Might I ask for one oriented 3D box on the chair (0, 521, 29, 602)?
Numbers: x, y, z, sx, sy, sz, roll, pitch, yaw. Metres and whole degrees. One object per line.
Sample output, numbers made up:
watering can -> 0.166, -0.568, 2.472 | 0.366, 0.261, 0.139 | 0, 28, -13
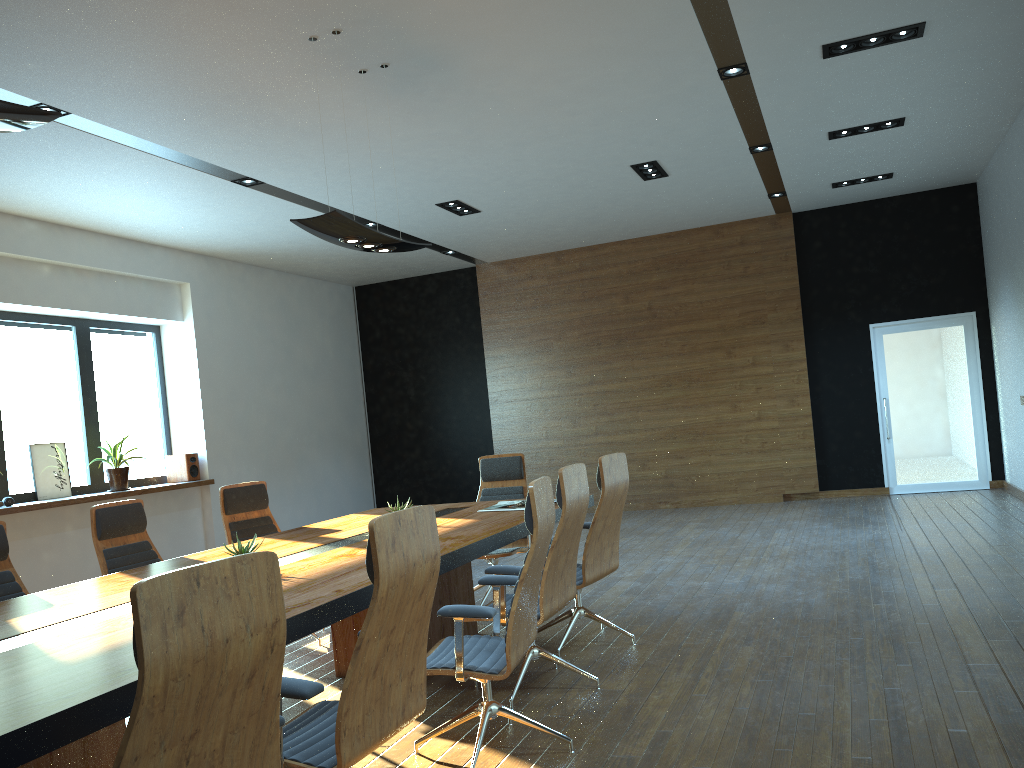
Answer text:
chair -> -2.355, 1.223, 4.262 | 0.697, 1.127, 0.705 | -6, -1, 23

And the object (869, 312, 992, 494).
object -> 5.194, 0.262, 11.027 | 1.199, 2.160, 0.200 | -6, 0, 21

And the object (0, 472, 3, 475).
object -> -4.708, 0.795, 7.677 | 0.516, 0.621, 0.472 | -6, -1, 26

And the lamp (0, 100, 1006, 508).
lamp -> 0.526, -0.114, 9.997 | 9.406, 3.707, 16.670 | -6, -3, 21

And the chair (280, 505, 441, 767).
chair -> -0.573, 0.987, 2.877 | 0.697, 1.127, 0.705 | -6, -1, 22

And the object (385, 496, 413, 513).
object -> -0.699, 0.786, 5.489 | 0.177, 0.188, 0.153 | -5, -1, -4

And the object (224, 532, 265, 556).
object -> -1.234, 0.775, 4.068 | 0.177, 0.188, 0.153 | -5, -1, -29

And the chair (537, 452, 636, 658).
chair -> 0.370, 1.005, 5.355 | 0.697, 1.127, 0.705 | -6, -1, 28

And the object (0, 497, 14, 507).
object -> -4.590, 1.065, 7.951 | 0.209, 0.089, 0.179 | -4, -2, -32

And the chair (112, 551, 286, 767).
chair -> -0.872, 0.980, 2.066 | 0.697, 1.127, 0.705 | -6, -1, 28

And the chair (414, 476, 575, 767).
chair -> -0.134, 0.980, 3.693 | 0.696, 1.127, 0.706 | -6, -1, 12

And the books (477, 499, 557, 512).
books -> 0.076, 0.802, 5.968 | 0.390, 0.033, 0.544 | -7, -3, 32

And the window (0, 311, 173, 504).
window -> -4.709, 0.224, 8.875 | 0.053, 1.860, 3.461 | -6, -2, 21

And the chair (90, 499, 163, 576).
chair -> -2.016, 1.231, 5.187 | 0.697, 1.127, 0.705 | -6, -1, 21

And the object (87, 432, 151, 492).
object -> -4.102, 0.804, 9.213 | 0.474, 0.621, 0.515 | -6, -1, 36

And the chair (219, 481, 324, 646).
chair -> -1.614, 1.234, 6.143 | 0.697, 1.127, 0.705 | -6, -1, 36

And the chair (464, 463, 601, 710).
chair -> 0.067, 0.998, 4.541 | 0.697, 1.127, 0.705 | -6, -1, 21

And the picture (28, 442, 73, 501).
picture -> -4.616, 0.871, 8.870 | 0.057, 0.561, 0.420 | -6, -1, 21

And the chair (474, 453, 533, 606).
chair -> -0.155, 1.120, 6.770 | 0.707, 1.127, 0.695 | -6, -1, 23

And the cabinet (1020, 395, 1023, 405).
cabinet -> 2.923, 0.631, 3.860 | 0.768, 1.232, 2.346 | -6, -2, 21

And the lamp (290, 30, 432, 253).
lamp -> -0.935, -1.437, 5.420 | 0.340, 1.199, 1.196 | -6, -1, 21

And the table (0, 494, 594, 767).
table -> -1.187, 1.261, 4.079 | 1.787, 0.797, 5.537 | -6, -3, 21

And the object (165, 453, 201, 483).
object -> -3.799, 0.970, 10.230 | 0.314, 0.321, 0.211 | -6, -1, 21
